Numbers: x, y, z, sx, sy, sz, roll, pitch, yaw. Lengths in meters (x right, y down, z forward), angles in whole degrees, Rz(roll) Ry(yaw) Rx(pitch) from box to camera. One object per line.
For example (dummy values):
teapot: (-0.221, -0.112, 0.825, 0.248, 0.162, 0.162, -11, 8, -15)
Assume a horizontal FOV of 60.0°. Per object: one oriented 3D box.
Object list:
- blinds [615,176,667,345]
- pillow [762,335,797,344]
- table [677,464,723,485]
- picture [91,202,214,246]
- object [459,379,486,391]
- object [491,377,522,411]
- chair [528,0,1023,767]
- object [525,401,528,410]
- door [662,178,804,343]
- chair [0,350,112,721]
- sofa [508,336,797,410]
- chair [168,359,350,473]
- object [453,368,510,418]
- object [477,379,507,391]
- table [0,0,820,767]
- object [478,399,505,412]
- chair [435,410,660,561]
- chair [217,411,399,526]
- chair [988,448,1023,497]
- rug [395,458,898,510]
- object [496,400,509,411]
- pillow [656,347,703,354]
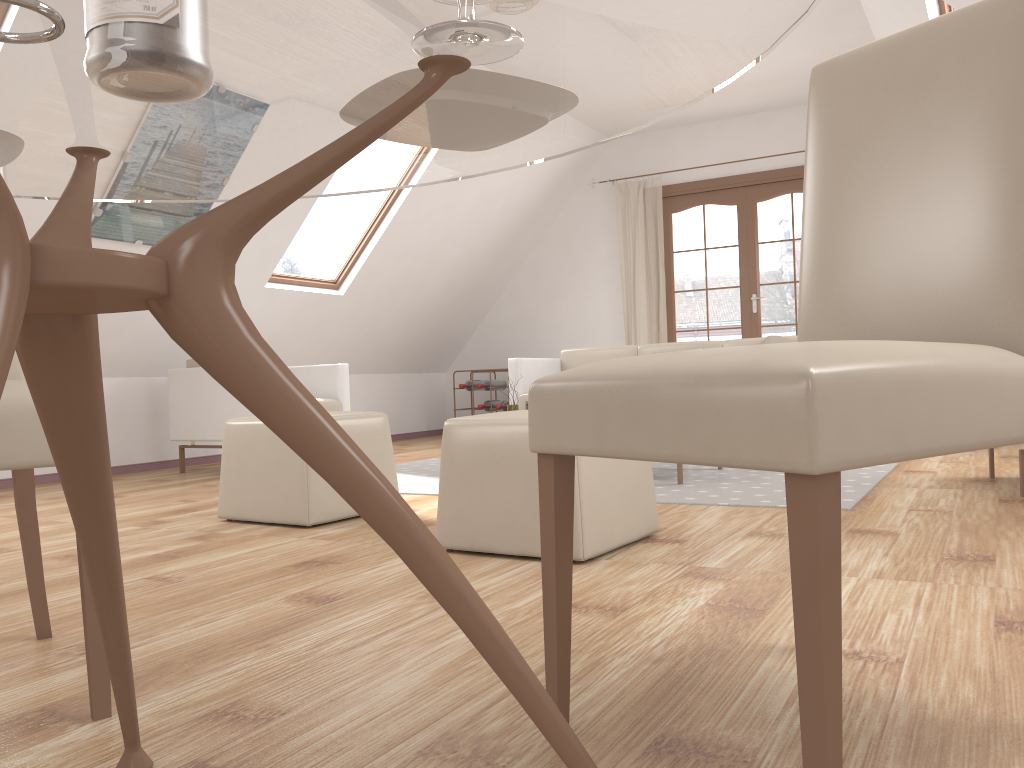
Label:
blinds: (1.128, -0.686, 7.623, 0.423, 2.130, 0.120, -2, 0, 26)
pillow: (1.591, -0.162, 5.294, 0.269, 0.276, 0.424, -2, 0, -11)
table: (0.386, 0.364, 4.456, 1.173, 0.190, 0.730, -2, 0, 29)
picture: (-1.749, -1.140, 4.666, 0.683, 0.738, 0.650, -2, 0, 29)
object: (-0.355, 0.014, 8.095, 0.110, 0.110, 0.439, -2, 0, 29)
object: (-0.005, 0.101, 4.733, 0.184, 0.359, 0.123, -2, 0, -19)
chair: (0.406, -0.036, 1.198, 0.618, 0.999, 0.477, -2, 0, -34)
object: (0.106, 0.184, 4.802, 0.075, 0.185, 0.075, -2, 0, -29)
door: (1.952, -0.622, 7.275, 1.546, 2.001, 0.098, -2, 0, 29)
chair: (-0.978, 0.014, 1.430, 0.477, 0.999, 0.618, -2, 0, -36)
sofa: (0.991, 0.083, 5.568, 1.880, 0.706, 0.820, -2, 0, 29)
chair: (-1.547, 0.175, 5.500, 0.820, 0.706, 0.748, -2, 0, 32)
object: (-0.082, 0.168, 7.999, 0.854, 0.608, 0.417, -2, 0, 29)
object: (-0.192, 0.011, 8.011, 0.109, 0.109, 0.435, -2, 0, 29)
table: (-0.360, 0.105, 0.655, 1.198, 0.770, 1.198, -2, 0, -40)
object: (-0.185, 0.196, 8.008, 0.109, 0.109, 0.435, -2, 0, 29)
chair: (0.107, 0.271, 2.626, 0.506, 0.394, 0.506, -2, 0, 33)
chair: (-0.773, 0.302, 3.389, 0.506, 0.394, 0.506, -2, 0, 34)
chair: (2.284, 0.039, 3.367, 0.820, 0.706, 0.748, -2, 0, 19)
rug: (0.323, 0.458, 4.417, 2.800, 0.007, 1.600, -2, 0, 29)
object: (-0.022, 0.194, 7.918, 0.109, 0.109, 0.435, -2, 0, 29)
pillow: (1.042, -0.109, 5.655, 0.351, 0.235, 0.185, -2, 0, 32)
